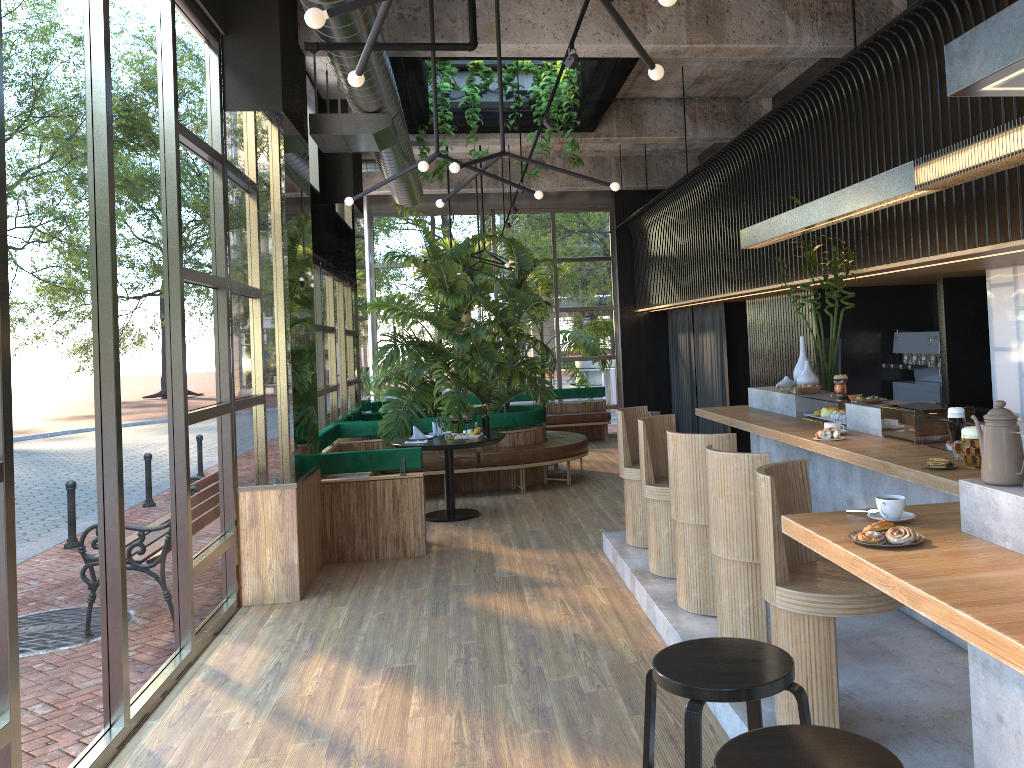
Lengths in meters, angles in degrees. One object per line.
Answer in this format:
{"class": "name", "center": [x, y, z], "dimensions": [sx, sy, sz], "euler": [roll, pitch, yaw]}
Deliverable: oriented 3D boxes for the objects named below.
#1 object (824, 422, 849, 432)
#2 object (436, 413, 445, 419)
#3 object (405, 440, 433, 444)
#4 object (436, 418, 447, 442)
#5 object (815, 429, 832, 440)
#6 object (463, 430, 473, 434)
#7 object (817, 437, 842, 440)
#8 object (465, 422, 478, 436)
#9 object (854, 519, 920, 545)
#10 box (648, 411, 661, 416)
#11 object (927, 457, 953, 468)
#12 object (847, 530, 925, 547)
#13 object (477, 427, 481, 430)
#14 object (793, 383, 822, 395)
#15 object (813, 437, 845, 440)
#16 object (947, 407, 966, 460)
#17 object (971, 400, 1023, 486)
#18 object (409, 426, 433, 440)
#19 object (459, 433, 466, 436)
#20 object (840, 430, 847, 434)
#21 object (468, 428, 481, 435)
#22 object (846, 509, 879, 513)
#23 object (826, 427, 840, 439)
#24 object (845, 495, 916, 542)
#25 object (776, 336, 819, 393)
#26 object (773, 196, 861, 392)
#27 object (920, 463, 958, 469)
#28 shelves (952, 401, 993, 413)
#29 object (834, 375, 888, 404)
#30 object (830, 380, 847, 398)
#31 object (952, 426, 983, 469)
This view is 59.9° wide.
{"class": "object", "center": [1.836, 0.245, 5.021], "dimensions": [0.137, 0.064, 0.107], "euler": [-4, 2, -27]}
{"class": "object", "center": [-0.676, 0.404, 8.476], "dimensions": [0.096, 0.245, 0.089], "euler": [-2, -1, -23]}
{"class": "object", "center": [-0.870, 0.536, 8.287], "dimensions": [0.258, 0.019, 0.156], "euler": [-3, 3, -7]}
{"class": "object", "center": [-0.658, 0.430, 8.310], "dimensions": [0.101, 0.209, 0.110], "euler": [-3, -1, 29]}
{"class": "object", "center": [1.682, 0.269, 4.799], "dimensions": [0.062, 0.059, 0.072], "euler": [-3, 1, -15]}
{"class": "object", "center": [-0.395, 0.466, 8.683], "dimensions": [0.194, 0.038, 0.063], "euler": [-1, 2, 28]}
{"class": "object", "center": [1.719, 0.294, 4.811], "dimensions": [0.117, 0.005, 0.126], "euler": [-1, 3, 34]}
{"class": "object", "center": [-0.385, 0.432, 8.493], "dimensions": [0.145, 0.124, 0.096], "euler": [-3, 0, -25]}
{"class": "object", "center": [1.059, 0.418, 2.501], "dimensions": [0.155, 0.052, 0.161], "euler": [-1, 3, 39]}
{"class": "box", "center": [2.238, 0.653, 13.882], "dimensions": [0.341, 0.442, 0.272], "euler": [-3, 0, -17]}
{"class": "object", "center": [1.788, 0.329, 3.714], "dimensions": [0.093, 0.041, 0.147], "euler": [-1, 3, 28]}
{"class": "object", "center": [1.055, 0.437, 2.507], "dimensions": [0.197, 0.013, 0.215], "euler": [-1, 3, 30]}
{"class": "object", "center": [-0.342, 0.460, 8.787], "dimensions": [0.059, 0.072, 0.206], "euler": [-3, 2, -13]}
{"class": "object", "center": [2.033, 0.032, 6.117], "dimensions": [0.190, 0.073, 0.230], "euler": [-2, 2, 15]}
{"class": "object", "center": [1.720, 0.296, 4.815], "dimensions": [0.166, 0.005, 0.168], "euler": [-2, 3, 6]}
{"class": "object", "center": [1.962, 0.216, 3.914], "dimensions": [0.072, 0.232, 0.077], "euler": [-3, -1, 27]}
{"class": "object", "center": [1.373, 0.162, 2.504], "dimensions": [0.124, 0.234, 0.205], "euler": [-2, 0, -37]}
{"class": "object", "center": [-0.876, 0.468, 8.545], "dimensions": [0.241, 0.139, 0.225], "euler": [-3, 2, -22]}
{"class": "object", "center": [-0.464, 0.487, 8.571], "dimensions": [0.102, 0.013, 0.220], "euler": [-3, 3, 1]}
{"class": "object", "center": [1.816, 0.275, 5.019], "dimensions": [0.163, 0.020, 0.158], "euler": [-3, 3, -9]}
{"class": "object", "center": [-0.361, 0.456, 8.586], "dimensions": [0.099, 0.064, 0.162], "euler": [-4, 2, -35]}
{"class": "object", "center": [1.126, 0.409, 2.851], "dimensions": [0.030, 0.027, 0.130], "euler": [-3, 3, -27]}
{"class": "object", "center": [1.733, 0.266, 4.822], "dimensions": [0.073, 0.060, 0.125], "euler": [-3, 2, -36]}
{"class": "object", "center": [1.089, 0.399, 2.647], "dimensions": [0.175, 0.073, 0.433], "euler": [-1, 3, 30]}
{"class": "object", "center": [2.079, -0.142, 6.370], "dimensions": [0.304, 0.397, 0.332], "euler": [-2, 0, 43]}
{"class": "object", "center": [2.229, -0.577, 6.387], "dimensions": [0.644, 1.549, 0.610], "euler": [-3, -1, 33]}
{"class": "object", "center": [1.787, 0.344, 3.711], "dimensions": [0.157, 0.013, 0.143], "euler": [-5, 3, -34]}
{"class": "shelves", "center": [3.985, 0.190, 7.093], "dimensions": [0.530, 0.035, 0.859], "euler": [-3, 3, -5]}
{"class": "object", "center": [2.091, 0.029, 5.504], "dimensions": [0.211, 0.134, 0.803], "euler": [-3, 3, 3]}
{"class": "object", "center": [2.113, 0.030, 5.761], "dimensions": [0.086, 0.107, 0.161], "euler": [-2, 1, 41]}
{"class": "object", "center": [1.915, 0.260, 3.688], "dimensions": [0.113, 0.172, 0.134], "euler": [-3, 0, -11]}
